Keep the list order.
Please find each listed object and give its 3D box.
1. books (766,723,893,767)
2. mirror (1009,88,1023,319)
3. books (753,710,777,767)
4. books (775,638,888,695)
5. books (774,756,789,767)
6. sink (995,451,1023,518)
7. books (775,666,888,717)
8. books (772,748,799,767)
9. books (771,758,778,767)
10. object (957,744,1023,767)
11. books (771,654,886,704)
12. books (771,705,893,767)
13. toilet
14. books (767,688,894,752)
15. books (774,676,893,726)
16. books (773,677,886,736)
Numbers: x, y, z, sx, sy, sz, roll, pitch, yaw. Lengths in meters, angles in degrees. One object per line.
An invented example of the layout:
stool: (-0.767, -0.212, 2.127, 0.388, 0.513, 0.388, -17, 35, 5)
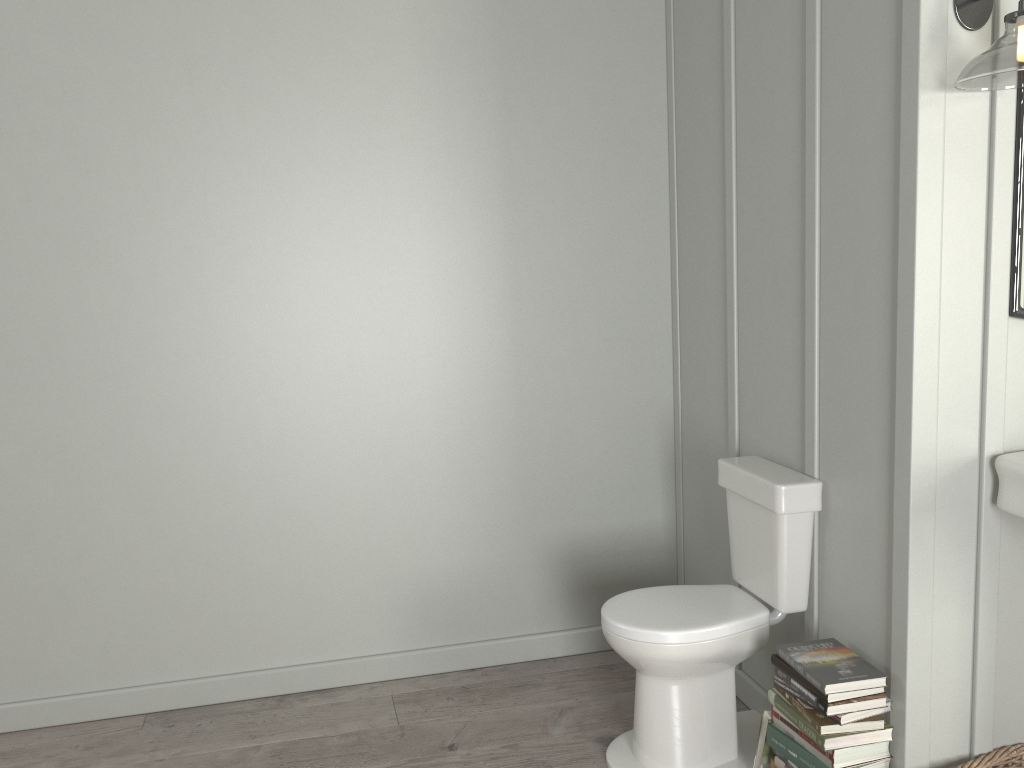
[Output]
books: (0.735, 0.855, 2.062, 0.155, 0.053, 0.234, -7, 9, -22)
mirror: (1.213, -0.567, 1.795, 0.419, 0.886, 0.015, -4, 9, -10)
books: (0.700, 0.911, 2.221, 0.168, 0.236, 0.092, -5, 9, -11)
books: (0.723, 0.641, 2.015, 0.148, 0.024, 0.209, -5, 8, -11)
books: (0.746, 0.916, 2.068, 0.146, 0.025, 0.212, -7, 9, -22)
sink: (1.343, 0.548, 1.701, 0.562, 1.015, 0.574, -5, 9, -12)
books: (0.725, 0.689, 2.023, 0.147, 0.024, 0.210, -5, 8, -13)
books: (0.732, 0.893, 2.066, 0.148, 0.024, 0.210, -5, 8, -12)
books: (0.737, 0.940, 2.074, 0.146, 0.024, 0.235, -5, 8, -12)
object: (1.053, 0.951, 1.820, 0.451, 0.221, 0.300, -8, 10, -29)
books: (0.722, 0.663, 2.029, 0.147, 0.024, 0.210, -6, 8, -16)
books: (0.738, 0.802, 2.054, 0.152, 0.052, 0.227, -6, 8, -17)
toilet: (0.498, 0.625, 2.335, 0.518, 0.788, 0.335, -5, 9, -11)
books: (0.730, 0.762, 2.045, 0.168, 0.032, 0.238, -5, 8, -12)
books: (0.736, 0.711, 2.036, 0.146, 0.025, 0.212, -7, 9, -23)
books: (0.727, 0.735, 2.043, 0.147, 0.024, 0.234, -4, 8, -7)
